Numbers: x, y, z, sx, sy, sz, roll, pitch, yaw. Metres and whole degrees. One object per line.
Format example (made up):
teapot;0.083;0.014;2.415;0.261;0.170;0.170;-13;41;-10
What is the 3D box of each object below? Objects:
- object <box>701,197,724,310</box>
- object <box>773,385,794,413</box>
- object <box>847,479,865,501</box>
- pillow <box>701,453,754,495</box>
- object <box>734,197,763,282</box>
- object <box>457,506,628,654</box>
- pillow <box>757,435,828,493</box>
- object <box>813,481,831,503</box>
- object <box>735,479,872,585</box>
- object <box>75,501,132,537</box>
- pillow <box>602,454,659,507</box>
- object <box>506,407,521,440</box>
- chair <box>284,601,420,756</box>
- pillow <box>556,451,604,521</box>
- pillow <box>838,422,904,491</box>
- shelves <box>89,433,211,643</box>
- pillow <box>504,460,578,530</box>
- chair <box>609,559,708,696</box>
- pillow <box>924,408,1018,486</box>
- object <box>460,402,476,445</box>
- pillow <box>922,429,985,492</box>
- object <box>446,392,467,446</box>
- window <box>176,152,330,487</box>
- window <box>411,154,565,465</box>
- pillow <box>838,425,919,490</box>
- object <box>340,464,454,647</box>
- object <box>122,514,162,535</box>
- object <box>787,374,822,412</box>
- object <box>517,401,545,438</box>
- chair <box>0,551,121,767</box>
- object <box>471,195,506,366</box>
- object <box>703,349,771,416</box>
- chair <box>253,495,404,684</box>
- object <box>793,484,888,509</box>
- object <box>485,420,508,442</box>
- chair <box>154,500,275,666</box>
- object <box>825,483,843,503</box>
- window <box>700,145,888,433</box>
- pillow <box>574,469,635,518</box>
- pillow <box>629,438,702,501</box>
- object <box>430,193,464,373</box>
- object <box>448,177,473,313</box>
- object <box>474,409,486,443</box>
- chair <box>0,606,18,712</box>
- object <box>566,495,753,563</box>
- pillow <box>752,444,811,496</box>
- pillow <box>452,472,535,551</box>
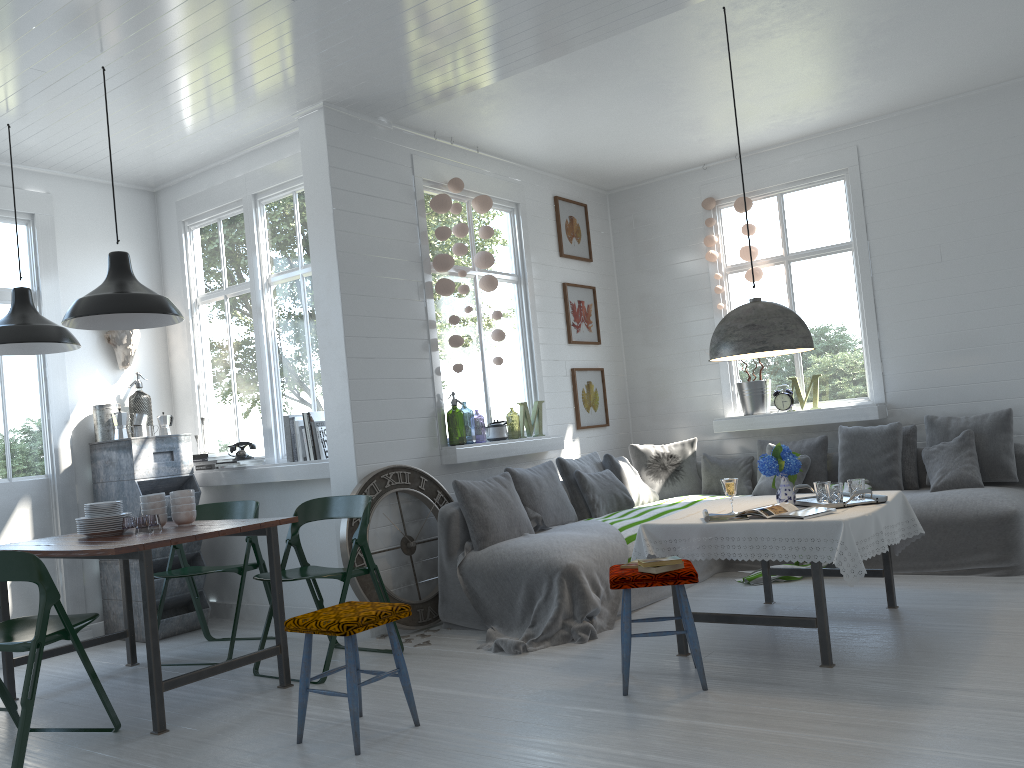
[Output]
object;1.935;-1.254;8.536;0.153;1.088;0.150;-6;-2;12
object;2.453;0.133;8.008;0.182;0.250;0.075;-7;-3;36
object;1.929;0.592;4.958;0.095;0.119;0.096;-4;-3;-30
pillow;1.986;0.831;8.088;0.496;0.438;0.280;-8;-3;38
object;2.231;-1.047;8.268;0.196;1.425;0.200;-5;-2;-13
object;0.213;1.211;6.057;1.212;0.924;1.686;-5;-3;-13
pillow;2.441;0.731;7.749;0.639;0.521;0.278;-7;-3;36
object;1.761;0.612;5.018;0.096;0.119;0.095;-6;-3;20
object;2.392;1.008;6.850;1.580;0.832;0.623;-4;-3;-29
object;-2.370;0.786;5.159;0.305;0.195;0.300;-5;-3;-18
pillow;1.003;0.856;7.862;0.344;0.526;0.616;-7;-3;35
object;0.011;0.330;7.435;0.111;0.269;0.111;-4;-3;-36
chair;-0.716;1.307;4.009;0.419;0.562;0.419;-7;-3;36
pillow;0.656;0.866;7.487;0.279;0.560;0.638;-7;-3;37
pillow;2.920;0.610;7.229;0.510;0.572;0.296;-7;-3;36
shelves;-2.808;1.174;6.895;0.679;1.514;0.513;-7;-3;36
pillow;0.235;0.875;6.930;0.281;0.520;0.641;-7;-3;37
chair;0.715;1.186;4.367;0.419;0.562;0.419;-6;-2;6
pillow;3.565;0.497;6.919;0.639;0.560;0.278;-7;-3;37
object;-0.361;0.307;6.927;0.138;0.335;0.137;-8;-3;43
pillow;3.349;0.594;6.759;0.380;0.463;0.416;-7;-3;21
object;-0.433;0.265;6.806;0.136;0.415;0.136;-7;-2;33
window;-1.982;-0.443;6.845;1.875;2.396;0.254;-7;-3;36
window;-0.190;-0.592;7.354;0.254;2.396;1.481;-7;-3;36
pillow;3.017;0.625;7.338;0.642;0.520;0.280;-8;-3;37
object;-0.662;1.119;6.155;0.585;1.137;1.111;-6;-3;21
object;-2.107;0.803;5.067;0.241;0.098;0.172;-8;-4;40
object;2.646;0.086;8.021;0.331;0.311;0.052;-7;-2;26
object;0.161;0.307;7.636;0.330;0.311;0.052;-3;-3;-44
chair;-2.370;1.266;4.202;0.651;1.006;0.730;-6;-2;16
object;-0.195;-0.859;7.329;0.200;1.425;0.197;-4;-3;-43
object;2.112;-0.183;7.994;0.635;0.935;0.848;-5;-2;-7
chair;-1.153;1.208;5.371;0.652;1.006;0.730;-7;-3;36
object;1.817;0.632;5.050;0.398;0.092;0.652;-5;-3;-12
object;-0.133;0.379;7.244;0.208;0.174;0.186;-6;-3;17
chair;-2.041;1.329;6.023;0.651;1.006;0.730;-6;-2;16
object;1.768;0.603;4.856;0.095;0.119;0.096;-4;-3;-30
window;2.487;-0.815;8.084;1.484;2.396;0.378;-7;-3;36
pillow;0.730;0.907;7.344;0.528;0.445;0.278;-4;-3;-39
pillow;1.477;0.809;8.289;0.638;0.560;0.395;-5;-2;-14
object;-0.504;-0.780;6.888;0.197;1.403;0.194;-5;-2;-3
object;-0.403;-1.102;7.080;0.150;1.088;0.153;-5;-2;-18
object;-0.269;0.337;7.037;0.111;0.269;0.111;-4;-3;-36
chair;-3.232;1.384;4.836;0.652;1.006;0.730;-7;-3;26
object;0.945;1.249;6.874;1.045;0.473;3.163;-8;-4;36
pillow;2.276;0.741;7.549;0.416;0.463;0.380;-4;-3;-39
pillow;-0.116;0.904;6.289;0.279;0.521;0.638;-7;-3;36
